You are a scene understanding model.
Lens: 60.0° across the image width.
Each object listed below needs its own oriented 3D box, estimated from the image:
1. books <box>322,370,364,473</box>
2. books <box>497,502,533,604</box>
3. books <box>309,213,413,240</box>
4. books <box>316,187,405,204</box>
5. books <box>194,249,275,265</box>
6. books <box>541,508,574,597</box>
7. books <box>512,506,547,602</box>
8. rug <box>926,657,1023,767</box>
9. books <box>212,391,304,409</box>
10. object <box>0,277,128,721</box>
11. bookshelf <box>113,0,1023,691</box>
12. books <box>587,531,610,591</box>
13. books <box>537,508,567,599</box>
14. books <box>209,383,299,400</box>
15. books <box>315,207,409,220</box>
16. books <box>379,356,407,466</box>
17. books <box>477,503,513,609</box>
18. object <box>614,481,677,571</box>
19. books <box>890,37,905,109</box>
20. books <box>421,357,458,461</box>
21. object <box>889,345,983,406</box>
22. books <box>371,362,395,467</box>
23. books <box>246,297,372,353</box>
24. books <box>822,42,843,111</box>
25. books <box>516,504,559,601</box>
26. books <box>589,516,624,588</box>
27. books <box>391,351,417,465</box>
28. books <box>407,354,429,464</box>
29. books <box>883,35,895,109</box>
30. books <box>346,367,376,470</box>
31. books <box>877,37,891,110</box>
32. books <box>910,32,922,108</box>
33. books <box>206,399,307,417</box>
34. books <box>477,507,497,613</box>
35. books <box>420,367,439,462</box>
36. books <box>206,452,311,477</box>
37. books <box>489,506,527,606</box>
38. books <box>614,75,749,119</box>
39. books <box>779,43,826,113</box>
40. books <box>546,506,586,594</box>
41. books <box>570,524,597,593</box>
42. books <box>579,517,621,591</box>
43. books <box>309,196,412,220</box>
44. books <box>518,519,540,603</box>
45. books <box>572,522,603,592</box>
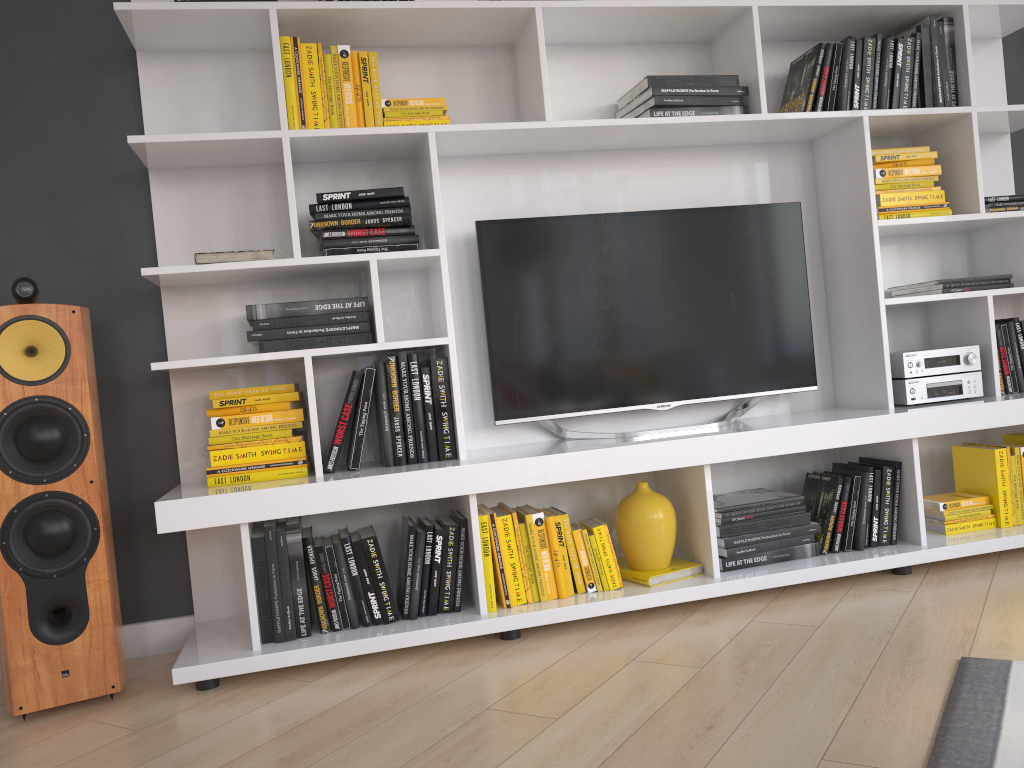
[{"bbox_3d":[-0.499,0.107,2.611,0.142,0.284,0.232,-6,1,-13],"label":"books"},{"bbox_3d":[0.008,0.490,2.592,0.038,0.267,0.202,-6,1,-12],"label":"books"},{"bbox_3d":[-0.436,-0.459,2.608,0.284,0.030,0.214,-6,1,-4],"label":"books"},{"bbox_3d":[-0.438,-0.538,2.604,0.246,0.026,0.180,-6,1,-5],"label":"books"},{"bbox_3d":[-0.791,-0.342,2.522,0.209,0.030,0.266,-6,1,-19],"label":"books"},{"bbox_3d":[0.127,0.492,2.616,0.043,0.235,0.171,-6,1,-14],"label":"books"},{"bbox_3d":[0.050,0.492,2.588,0.041,0.252,0.180,-6,1,-13],"label":"books"},{"bbox_3d":[1.546,0.580,0.672,2.326,0.016,1.662,-5,1,32],"label":"rug"},{"bbox_3d":[-0.730,0.045,2.569,0.234,0.024,0.171,-6,1,-8],"label":"books"},{"bbox_3d":[-1.244,0.281,2.372,0.290,1.088,0.434,-6,1,-27],"label":"object"},{"bbox_3d":[0.468,-0.376,2.740,3.000,2.052,0.455,-6,1,-13],"label":"bookshelf"},{"bbox_3d":[0.239,0.516,2.606,0.049,0.169,0.113,-6,1,-14],"label":"books"},{"bbox_3d":[0.107,0.493,2.592,0.043,0.240,0.169,-6,1,-14],"label":"books"},{"bbox_3d":[-0.747,0.022,2.589,0.234,0.024,0.171,-6,1,-8],"label":"books"},{"bbox_3d":[-0.440,-0.484,2.611,0.264,0.020,0.189,-6,1,-9],"label":"books"},{"bbox_3d":[-0.354,0.078,2.632,0.034,0.314,0.237,-6,1,-13],"label":"books"},{"bbox_3d":[-0.056,0.493,2.573,0.048,0.271,0.213,-6,1,-13],"label":"books"},{"bbox_3d":[0.404,0.424,2.679,0.185,0.257,0.185,-6,1,-35],"label":"object"},{"bbox_3d":[1.231,-1.003,2.959,0.071,0.243,0.179,-6,1,-14],"label":"books"},{"bbox_3d":[-0.221,0.073,2.660,0.051,0.297,0.230,-6,1,-13],"label":"books"},{"bbox_3d":[1.371,-0.026,2.989,0.285,0.174,0.270,-6,1,-13],"label":"object"},{"bbox_3d":[-0.383,0.089,2.620,0.028,0.301,0.213,-6,1,-13],"label":"books"},{"bbox_3d":[-0.595,-0.163,2.598,0.343,0.137,0.277,-6,1,-13],"label":"books"},{"bbox_3d":[1.011,-0.975,2.912,0.081,0.233,0.169,-6,1,-13],"label":"books"},{"bbox_3d":[0.072,0.490,2.604,0.055,0.252,0.185,-6,1,-14],"label":"books"},{"bbox_3d":[0.280,0.498,2.640,0.046,0.193,0.149,-6,1,-12],"label":"books"},{"bbox_3d":[-0.323,0.069,2.643,0.026,0.326,0.237,-6,1,-13],"label":"books"},{"bbox_3d":[-0.294,0.072,2.649,0.034,0.315,0.239,-6,1,-13],"label":"books"},{"bbox_3d":[1.203,-1.005,2.966,0.075,0.254,0.192,-6,1,-13],"label":"books"},{"bbox_3d":[-0.446,0.099,2.605,0.100,0.289,0.210,-6,1,-13],"label":"books"},{"bbox_3d":[1.187,-0.996,2.936,0.069,0.242,0.172,-6,1,-12],"label":"books"},{"bbox_3d":[1.298,-1.017,2.987,0.066,0.260,0.197,-6,1,-13],"label":"books"},{"bbox_3d":[-0.736,0.070,2.571,0.238,0.023,0.167,-5,1,3],"label":"books"},{"bbox_3d":[-0.089,0.497,2.545,0.029,0.270,0.204,-6,1,-13],"label":"books"},{"bbox_3d":[-0.258,0.088,2.650,0.028,0.272,0.200,-6,1,-13],"label":"books"},{"bbox_3d":[-0.723,0.230,2.556,0.269,0.025,0.213,-6,1,-10],"label":"books"},{"bbox_3d":[-0.022,0.496,2.587,0.066,0.258,0.198,-6,1,-13],"label":"books"},{"bbox_3d":[0.542,-0.881,2.851,0.343,0.137,0.277,-6,1,-17],"label":"books"},{"bbox_3d":[0.946,-0.969,2.907,0.104,0.234,0.182,-6,1,-12],"label":"books"},{"bbox_3d":[0.155,0.489,2.632,0.056,0.235,0.172,-6,1,-13],"label":"books"},{"bbox_3d":[0.194,0.510,2.617,0.056,0.188,0.138,-6,1,-12],"label":"books"},{"bbox_3d":[0.258,0.501,2.627,0.067,0.193,0.148,-6,1,-12],"label":"books"},{"bbox_3d":[-0.442,-0.510,2.631,0.284,0.030,0.214,-6,1,-4],"label":"books"},{"bbox_3d":[0.031,0.507,2.579,0.042,0.230,0.156,-6,1,-14],"label":"books"},{"bbox_3d":[0.216,0.508,2.614,0.046,0.187,0.134,-6,1,-13],"label":"books"}]
